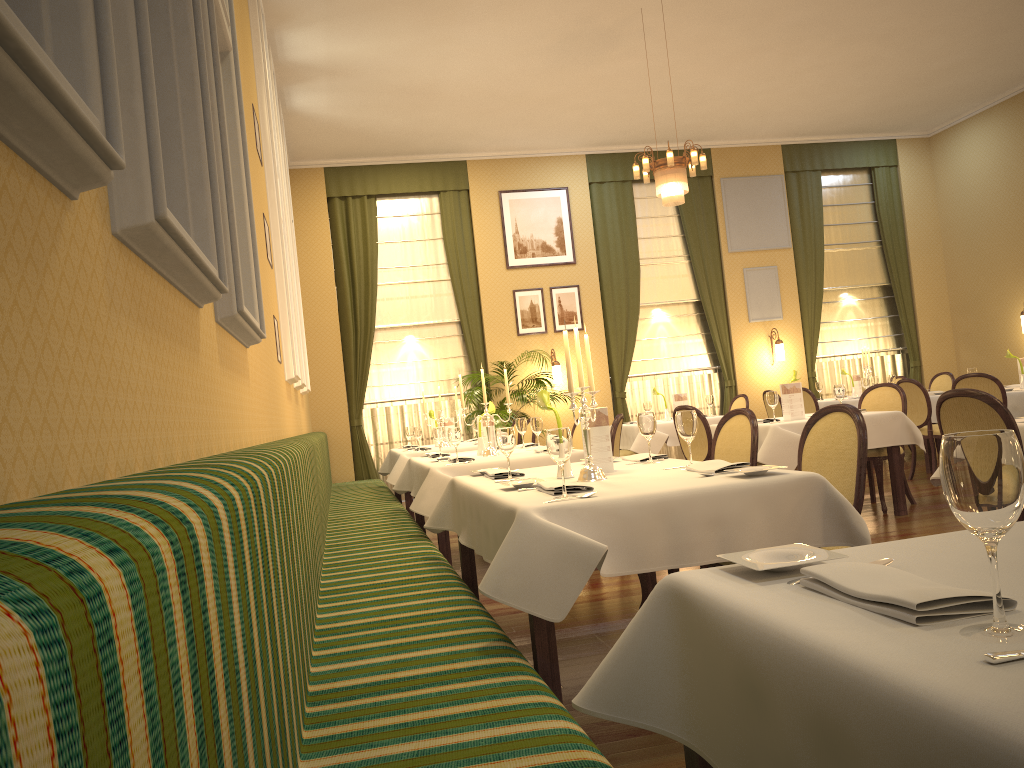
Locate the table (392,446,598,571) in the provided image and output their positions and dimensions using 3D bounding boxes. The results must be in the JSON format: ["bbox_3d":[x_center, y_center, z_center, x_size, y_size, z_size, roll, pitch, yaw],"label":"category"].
[{"bbox_3d":[-0.092,0.871,6.341,1.385,0.759,2.152,-6,-2,-11],"label":"table"}]

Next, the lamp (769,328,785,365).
[{"bbox_3d":[3.661,-0.525,12.368,0.114,0.513,0.323,-5,-2,-22],"label":"lamp"}]

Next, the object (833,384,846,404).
[{"bbox_3d":[2.416,0.118,6.522,0.088,0.229,0.088,-7,-2,31],"label":"object"}]

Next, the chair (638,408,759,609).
[{"bbox_3d":[0.870,0.614,4.098,0.571,0.955,0.530,-6,-2,-11],"label":"chair"}]

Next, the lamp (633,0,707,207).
[{"bbox_3d":[1.324,-2.471,7.801,0.593,1.796,0.593,-6,-2,-14],"label":"lamp"}]

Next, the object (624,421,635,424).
[{"bbox_3d":[1.314,0.422,9.649,0.160,0.024,0.160,-6,-2,-11],"label":"object"}]

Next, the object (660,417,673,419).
[{"bbox_3d":[1.716,0.381,9.715,0.160,0.024,0.160,-6,-2,-11],"label":"object"}]

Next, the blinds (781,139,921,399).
[{"bbox_3d":[4.975,-1.390,12.879,1.876,4.537,0.129,-6,-2,-11],"label":"blinds"}]

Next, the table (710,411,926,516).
[{"bbox_3d":[2.268,0.634,6.810,1.389,0.759,1.395,-6,-2,-10],"label":"table"}]

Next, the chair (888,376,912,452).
[{"bbox_3d":[4.646,0.400,11.043,0.571,0.955,0.530,-6,-2,-11],"label":"chair"}]

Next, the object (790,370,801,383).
[{"bbox_3d":[2.152,0.080,6.789,0.163,0.375,0.076,-5,-2,-34],"label":"object"}]

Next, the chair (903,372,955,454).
[{"bbox_3d":[4.808,0.361,10.217,0.571,0.955,0.530,-6,-2,-11],"label":"chair"}]

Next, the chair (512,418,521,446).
[{"bbox_3d":[-0.134,0.862,9.408,0.571,0.955,0.530,-6,-2,-11],"label":"chair"}]

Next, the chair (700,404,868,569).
[{"bbox_3d":[1.028,0.576,3.278,0.571,0.955,0.530,-6,-2,-11],"label":"chair"}]

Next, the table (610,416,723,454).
[{"bbox_3d":[1.752,0.759,9.455,1.389,0.759,1.395,-6,-2,-10],"label":"table"}]

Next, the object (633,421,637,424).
[{"bbox_3d":[1.395,0.404,9.391,0.142,0.033,0.273,-6,-2,-11],"label":"object"}]

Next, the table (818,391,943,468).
[{"bbox_3d":[4.205,0.531,10.629,1.385,0.759,2.152,-6,-2,-11],"label":"table"}]

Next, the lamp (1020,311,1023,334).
[{"bbox_3d":[6.674,-0.869,11.392,0.323,0.513,0.114,-5,-2,-22],"label":"lamp"}]

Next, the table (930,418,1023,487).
[{"bbox_3d":[2.850,0.494,3.829,1.389,0.759,1.395,-6,-2,-10],"label":"table"}]

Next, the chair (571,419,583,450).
[{"bbox_3d":[0.351,0.740,6.756,0.571,0.955,0.530,-6,-2,-11],"label":"chair"}]

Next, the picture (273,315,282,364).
[{"bbox_3d":[-1.532,-0.287,5.792,0.008,0.294,0.313,-6,-2,-11],"label":"picture"}]

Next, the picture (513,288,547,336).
[{"bbox_3d":[0.243,-0.967,11.878,0.412,0.619,0.022,-6,-2,-11],"label":"picture"}]

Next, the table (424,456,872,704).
[{"bbox_3d":[0.426,0.746,3.689,1.385,0.759,2.152,-6,-2,-11],"label":"table"}]

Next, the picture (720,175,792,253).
[{"bbox_3d":[3.466,-2.420,12.571,0.966,1.057,0.027,-6,-2,-11],"label":"picture"}]

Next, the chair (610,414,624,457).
[{"bbox_3d":[0.512,0.702,5.959,0.571,0.955,0.530,-6,-2,14],"label":"chair"}]

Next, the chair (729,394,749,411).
[{"bbox_3d":[2.276,0.610,9.518,0.571,0.955,0.530,-6,-2,-11],"label":"chair"}]

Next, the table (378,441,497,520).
[{"bbox_3d":[-0.608,0.997,8.987,1.385,0.759,2.152,-6,-2,-11],"label":"table"}]

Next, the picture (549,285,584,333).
[{"bbox_3d":[0.740,-1.017,11.978,0.412,0.619,0.022,-6,-2,-11],"label":"picture"}]

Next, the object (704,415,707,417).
[{"bbox_3d":[1.984,0.349,9.535,0.142,0.024,0.273,-6,-2,-11],"label":"object"}]

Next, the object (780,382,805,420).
[{"bbox_3d":[2.094,0.134,6.663,0.166,0.277,0.081,-7,-2,35],"label":"object"}]

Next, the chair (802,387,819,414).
[{"bbox_3d":[3.572,0.488,10.094,0.571,0.955,0.530,-6,-2,-11],"label":"chair"}]

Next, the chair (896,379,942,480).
[{"bbox_3d":[3.936,0.400,8.230,0.571,0.955,0.530,-6,-2,-11],"label":"chair"}]

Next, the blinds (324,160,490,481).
[{"bbox_3d":[-1.298,-0.759,11.636,1.934,4.537,0.225,-6,-2,-12],"label":"blinds"}]

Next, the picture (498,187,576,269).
[{"bbox_3d":[0.345,-2.106,11.949,0.966,1.057,0.027,-6,-2,-11],"label":"picture"}]

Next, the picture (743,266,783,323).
[{"bbox_3d":[3.553,-1.271,12.534,0.512,0.769,0.027,-6,-2,-11],"label":"picture"}]

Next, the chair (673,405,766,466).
[{"bbox_3d":[1.566,0.610,6.689,0.571,0.955,0.530,-5,-2,-21],"label":"chair"}]

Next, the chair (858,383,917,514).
[{"bbox_3d":[2.788,0.486,6.903,0.571,0.955,0.530,-5,-2,-31],"label":"chair"}]

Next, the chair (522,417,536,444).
[{"bbox_3d":[-0.006,0.826,8.576,0.571,0.955,0.530,-6,-2,-11],"label":"chair"}]

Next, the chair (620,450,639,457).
[{"bbox_3d":[1.054,0.734,9.326,0.571,0.955,0.530,-6,-2,-11],"label":"chair"}]

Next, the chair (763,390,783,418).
[{"bbox_3d":[3.425,0.524,10.851,0.571,0.955,0.530,-6,-2,-11],"label":"chair"}]

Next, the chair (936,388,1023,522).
[{"bbox_3d":[2.152,0.468,3.699,0.571,0.955,0.530,-6,-2,-11],"label":"chair"}]

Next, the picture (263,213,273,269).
[{"bbox_3d":[-1.604,-0.934,5.827,0.008,0.294,0.401,-6,-2,-11],"label":"picture"}]

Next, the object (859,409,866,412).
[{"bbox_3d":[2.591,0.213,6.838,0.142,0.024,0.273,-6,-2,-11],"label":"object"}]

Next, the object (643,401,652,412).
[{"bbox_3d":[1.412,0.296,9.191,0.088,0.229,0.088,-7,-2,37],"label":"object"}]

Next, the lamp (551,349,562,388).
[{"bbox_3d":[0.543,-0.212,11.744,0.114,0.513,0.323,-5,-2,-22],"label":"lamp"}]

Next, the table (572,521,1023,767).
[{"bbox_3d":[0.989,0.610,0.804,1.385,0.759,2.152,-6,-2,-11],"label":"table"}]

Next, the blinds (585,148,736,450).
[{"bbox_3d":[2.128,-1.104,12.310,1.878,4.537,0.129,-6,-2,-11],"label":"blinds"}]

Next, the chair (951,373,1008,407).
[{"bbox_3d":[4.070,0.366,7.491,0.571,0.955,0.530,-5,-2,-36],"label":"chair"}]

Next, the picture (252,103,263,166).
[{"bbox_3d":[-1.678,-1.634,5.846,0.008,0.294,0.401,-6,-2,-11],"label":"picture"}]

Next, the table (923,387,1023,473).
[{"bbox_3d":[4.717,0.407,8.007,1.385,0.759,2.152,-6,-2,-11],"label":"table"}]
